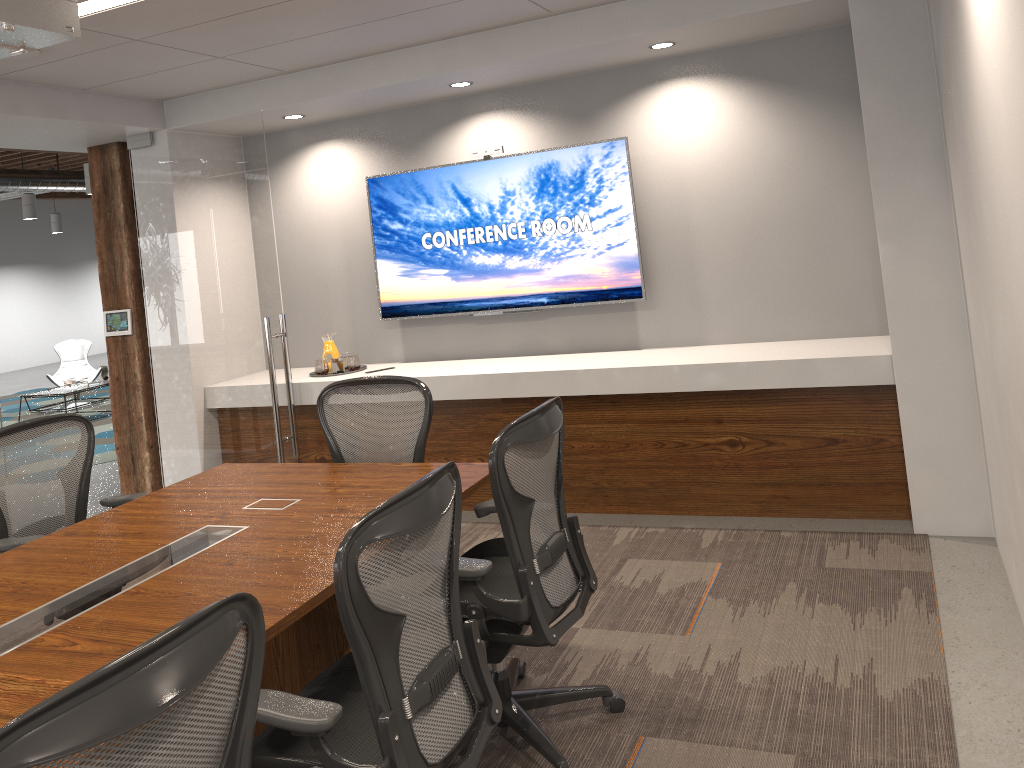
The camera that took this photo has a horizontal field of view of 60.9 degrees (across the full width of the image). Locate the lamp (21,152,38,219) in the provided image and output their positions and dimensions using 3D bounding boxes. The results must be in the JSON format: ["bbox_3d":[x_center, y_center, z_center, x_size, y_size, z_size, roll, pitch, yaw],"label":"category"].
[{"bbox_3d":[-7.898,-3.599,14.126,0.202,1.861,0.207,-7,-1,24],"label":"lamp"}]

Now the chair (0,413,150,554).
[{"bbox_3d":[-1.755,0.689,3.593,0.756,1.089,0.811,-5,3,30],"label":"chair"}]

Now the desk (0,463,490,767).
[{"bbox_3d":[-1.809,1.306,0.903,1.394,0.749,6.149,-3,10,24],"label":"desk"}]

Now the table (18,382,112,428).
[{"bbox_3d":[-5.424,0.247,10.711,0.837,0.386,0.864,-3,8,23],"label":"table"}]

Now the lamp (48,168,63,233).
[{"bbox_3d":[-9.641,-4.096,18.292,0.202,1.861,0.207,-7,-1,24],"label":"lamp"}]

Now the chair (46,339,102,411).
[{"bbox_3d":[-6.025,-0.128,11.916,0.684,0.919,0.784,-8,4,-39],"label":"chair"}]

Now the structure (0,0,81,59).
[{"bbox_3d":[-1.623,-1.238,2.634,0.457,0.455,0.322,-5,3,23],"label":"structure"}]

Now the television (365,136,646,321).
[{"bbox_3d":[-0.097,-1.015,5.762,1.896,1.106,0.065,-4,0,23],"label":"television"}]

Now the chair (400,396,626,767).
[{"bbox_3d":[-0.113,0.621,2.890,0.755,1.088,0.812,-5,3,25],"label":"chair"}]

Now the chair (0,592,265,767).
[{"bbox_3d":[-0.724,0.943,1.366,0.790,1.089,0.777,-6,2,9],"label":"chair"}]

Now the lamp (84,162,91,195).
[{"bbox_3d":[-5.562,-3.413,11.423,0.202,1.861,0.207,-7,-1,24],"label":"lamp"}]

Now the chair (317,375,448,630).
[{"bbox_3d":[-0.614,0.554,3.632,0.768,1.089,0.799,-6,2,7],"label":"chair"}]

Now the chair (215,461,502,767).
[{"bbox_3d":[-0.422,0.778,2.154,0.755,1.089,0.812,-5,3,34],"label":"chair"}]
